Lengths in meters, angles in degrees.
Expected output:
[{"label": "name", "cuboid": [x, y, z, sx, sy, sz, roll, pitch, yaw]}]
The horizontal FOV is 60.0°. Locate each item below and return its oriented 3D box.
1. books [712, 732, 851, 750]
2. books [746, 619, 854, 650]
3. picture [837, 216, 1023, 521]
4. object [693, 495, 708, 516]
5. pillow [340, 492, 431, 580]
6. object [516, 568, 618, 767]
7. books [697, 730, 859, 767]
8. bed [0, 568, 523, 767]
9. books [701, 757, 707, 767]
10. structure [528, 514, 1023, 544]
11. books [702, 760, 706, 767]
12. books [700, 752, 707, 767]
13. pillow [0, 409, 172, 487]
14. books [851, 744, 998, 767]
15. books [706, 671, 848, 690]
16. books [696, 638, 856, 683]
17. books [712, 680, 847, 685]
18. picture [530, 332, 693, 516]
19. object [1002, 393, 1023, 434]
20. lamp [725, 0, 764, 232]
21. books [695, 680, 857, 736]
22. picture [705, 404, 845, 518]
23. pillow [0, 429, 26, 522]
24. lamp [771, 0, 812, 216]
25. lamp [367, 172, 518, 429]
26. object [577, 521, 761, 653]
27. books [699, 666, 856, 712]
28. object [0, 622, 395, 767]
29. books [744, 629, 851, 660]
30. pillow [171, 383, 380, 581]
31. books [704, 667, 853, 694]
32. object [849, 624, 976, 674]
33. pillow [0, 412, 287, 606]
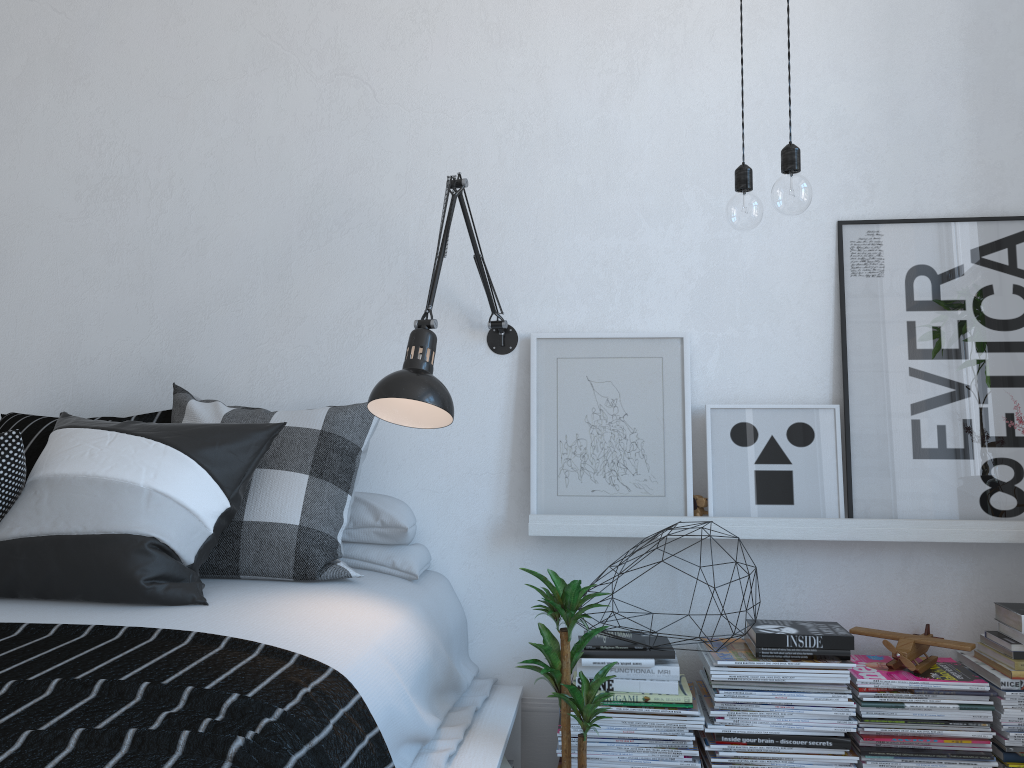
[{"label": "books", "cuboid": [0.664, 0.872, 2.256, 0.319, 0.027, 0.208, -1, -3, 7]}, {"label": "books", "cuboid": [0.724, 0.635, 2.260, 0.235, 0.035, 0.163, 0, -3, 6]}, {"label": "picture", "cuboid": [1.231, -0.044, 2.420, 0.631, 0.849, 0.072, 0, -3, 7]}, {"label": "object", "cuboid": [0.512, 0.351, 2.490, 0.035, 0.079, 0.098, 2, -4, -37]}, {"label": "pillow", "cuboid": [-1.037, 0.448, 2.700, 1.650, 0.261, 0.459, -1, -3, 7]}, {"label": "object", "cuboid": [0.125, 0.757, 1.987, 0.250, 0.683, 0.201, -1, -3, 24]}, {"label": "books", "cuboid": [0.666, 0.927, 2.286, 0.375, 0.080, 0.304, 0, -3, 5]}, {"label": "bed", "cuboid": [-1.174, 0.779, 1.773, 2.284, 0.622, 2.292, 0, -3, 6]}, {"label": "books", "cuboid": [0.665, 0.977, 2.256, 0.354, 0.008, 0.180, 0, -3, 1]}, {"label": "structure", "cuboid": [0.812, 0.390, 2.434, 1.534, 0.056, 0.138, 0, -3, 6]}, {"label": "books", "cuboid": [0.666, 0.986, 2.257, 0.353, 0.010, 0.218, 0, -3, 1]}, {"label": "books", "cuboid": [0.663, 0.969, 2.255, 0.355, 0.007, 0.182, 0, -3, 0]}, {"label": "pillow", "cuboid": [-1.241, 0.286, 2.442, 0.685, 0.455, 0.443, -1, -3, 9]}, {"label": "books", "cuboid": [1.010, 0.909, 2.247, 0.313, 0.011, 0.241, -1, -3, 7]}, {"label": "books", "cuboid": [0.659, 0.742, 2.242, 0.329, 0.007, 0.129, -1, -3, 8]}, {"label": "books", "cuboid": [0.664, 0.705, 2.295, 0.348, 0.053, 0.295, 0, -3, 4]}, {"label": "books", "cuboid": [0.663, 0.736, 2.283, 0.326, 0.008, 0.194, 0, -3, 5]}, {"label": "picture", "cuboid": [0.277, 0.121, 2.508, 0.452, 0.536, 0.063, 0, -3, 5]}, {"label": "object", "cuboid": [1.389, 0.285, 2.223, 0.293, 0.553, 0.157, -1, -3, 16]}, {"label": "lamp", "cuboid": [-0.172, -1.062, 1.933, 1.381, 1.529, 0.074, -1, -3, 11]}, {"label": "books", "cuboid": [0.663, 0.828, 2.295, 0.375, 0.062, 0.289, -1, -3, 6]}, {"label": "picture", "cuboid": [0.723, 0.219, 2.449, 0.366, 0.329, 0.040, 0, -3, 3]}, {"label": "pillow", "cuboid": [-1.344, 0.305, 2.064, 0.352, 0.379, 0.558, 2, -3, -33]}, {"label": "lamp", "cuboid": [-0.117, -1.070, 1.805, 1.381, 1.529, 0.074, -1, -3, 11]}, {"label": "lamp", "cuboid": [-0.167, -0.215, 2.287, 0.200, 0.669, 0.687, -1, -3, 15]}, {"label": "object", "cuboid": [0.392, 0.516, 2.307, 0.478, 0.327, 0.316, -1, -3, 23]}, {"label": "books", "cuboid": [0.675, 0.779, 2.296, 0.351, 0.041, 0.293, 0, -3, 4]}, {"label": "object", "cuboid": [-1.214, 0.586, 1.335, 2.048, 0.322, 0.619, 0, -3, 6]}, {"label": "books", "cuboid": [0.723, 0.667, 2.285, 0.228, 0.029, 0.199, 0, -3, 6]}, {"label": "pillow", "cuboid": [-0.679, 0.246, 2.384, 0.646, 0.506, 0.408, 0, -3, 6]}, {"label": "books", "cuboid": [0.667, 0.752, 2.265, 0.339, 0.010, 0.173, -1, -3, 7]}, {"label": "object", "cuboid": [1.023, 0.683, 2.301, 0.258, 0.086, 0.257, 0, -3, 1]}, {"label": "pillow", "cuboid": [-0.943, 0.278, 2.097, 0.685, 0.420, 0.434, -1, -3, 14]}]
